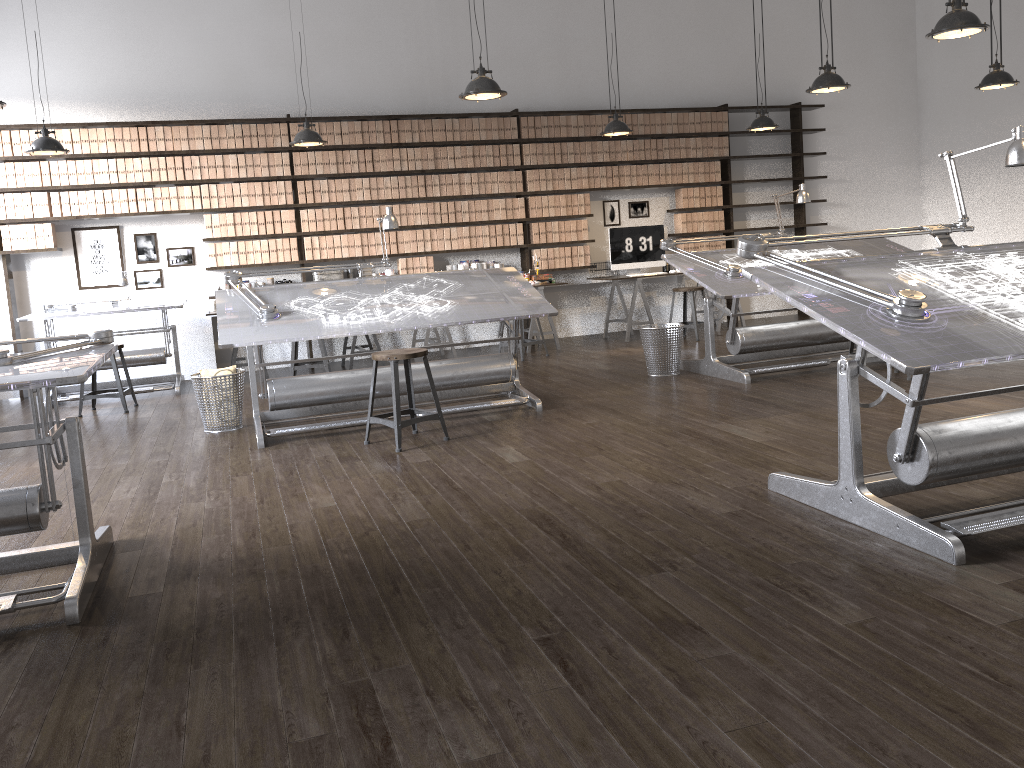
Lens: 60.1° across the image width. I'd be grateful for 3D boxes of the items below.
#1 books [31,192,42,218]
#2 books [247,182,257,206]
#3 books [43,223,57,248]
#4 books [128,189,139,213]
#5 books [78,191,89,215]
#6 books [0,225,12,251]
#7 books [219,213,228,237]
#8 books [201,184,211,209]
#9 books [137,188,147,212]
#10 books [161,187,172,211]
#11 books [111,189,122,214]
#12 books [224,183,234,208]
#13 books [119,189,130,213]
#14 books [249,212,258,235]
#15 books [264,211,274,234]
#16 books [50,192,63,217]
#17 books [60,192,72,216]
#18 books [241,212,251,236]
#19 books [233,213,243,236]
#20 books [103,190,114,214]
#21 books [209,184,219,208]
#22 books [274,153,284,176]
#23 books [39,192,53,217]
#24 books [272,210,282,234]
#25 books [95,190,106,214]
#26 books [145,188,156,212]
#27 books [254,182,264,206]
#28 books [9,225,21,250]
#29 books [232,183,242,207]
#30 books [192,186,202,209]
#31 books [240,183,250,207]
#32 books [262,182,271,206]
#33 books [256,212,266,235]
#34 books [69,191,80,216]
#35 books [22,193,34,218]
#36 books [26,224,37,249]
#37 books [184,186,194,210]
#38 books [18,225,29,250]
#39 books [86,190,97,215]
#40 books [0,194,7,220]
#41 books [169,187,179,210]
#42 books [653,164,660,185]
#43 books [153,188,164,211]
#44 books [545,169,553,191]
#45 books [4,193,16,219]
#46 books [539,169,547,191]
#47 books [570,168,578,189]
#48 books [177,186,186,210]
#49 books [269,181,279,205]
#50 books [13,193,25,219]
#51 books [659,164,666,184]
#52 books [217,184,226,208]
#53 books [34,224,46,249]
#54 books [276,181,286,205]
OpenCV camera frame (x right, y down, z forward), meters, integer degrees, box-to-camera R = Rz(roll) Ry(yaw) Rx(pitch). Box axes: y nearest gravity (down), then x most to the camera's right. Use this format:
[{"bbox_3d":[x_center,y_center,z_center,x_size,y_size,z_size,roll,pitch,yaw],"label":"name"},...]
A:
[{"bbox_3d":[-4.256,-1.604,7.966,0.067,0.224,0.175,-6,7,-17],"label":"books"},{"bbox_3d":[-2.505,-1.816,8.518,0.067,0.224,0.175,-6,7,-17],"label":"books"},{"bbox_3d":[-4.177,-1.337,8.014,0.067,0.224,0.175,-6,7,-17],"label":"books"},{"bbox_3d":[-3.503,-1.688,8.200,0.067,0.224,0.175,-6,7,-17],"label":"books"},{"bbox_3d":[-3.901,-1.640,8.081,0.067,0.224,0.175,-6,7,-17],"label":"books"},{"bbox_3d":[-4.500,-1.297,7.908,0.067,0.224,0.175,-6,7,-17],"label":"books"},{"bbox_3d":[-2.755,-1.510,8.461,0.067,0.224,0.175,-6,7,-17],"label":"books"},{"bbox_3d":[-2.899,-1.768,8.388,0.067,0.224,0.175,-6,7,-17],"label":"books"},{"bbox_3d":[-3.433,-1.697,8.228,0.067,0.224,0.175,-6,7,-17],"label":"books"},{"bbox_3d":[-3.231,-1.721,8.291,0.067,0.224,0.175,-6,7,-17],"label":"books"},{"bbox_3d":[-3.636,-1.672,8.162,0.067,0.224,0.175,-6,7,-17],"label":"books"},{"bbox_3d":[-2.700,-1.793,8.457,0.067,0.224,0.175,-6,7,-17],"label":"books"},{"bbox_3d":[-3.575,-1.680,8.183,0.067,0.224,0.175,-6,7,-17],"label":"books"},{"bbox_3d":[-2.493,-1.541,8.541,0.067,0.224,0.175,-6,7,-17],"label":"books"},{"bbox_3d":[-2.354,-1.558,8.583,0.067,0.224,0.175,-6,7,-17],"label":"books"},{"bbox_3d":[-4.110,-1.614,8.011,0.067,0.224,0.175,-6,7,-17],"label":"books"},{"bbox_3d":[-4.032,-1.623,8.034,0.067,0.224,0.175,-6,7,-17],"label":"books"},{"bbox_3d":[-2.561,-1.534,8.523,0.067,0.224,0.175,-6,7,-17],"label":"books"},{"bbox_3d":[-2.628,-1.525,8.502,0.067,0.224,0.175,-6,7,-17],"label":"books"},{"bbox_3d":[-3.695,-1.664,8.138,0.067,0.224,0.175,-6,7,-17],"label":"books"},{"bbox_3d":[-2.832,-1.776,8.413,0.067,0.224,0.175,-6,7,-17],"label":"books"},{"bbox_3d":[-2.260,-2.112,8.572,0.067,0.224,0.175,-6,7,-17],"label":"books"},{"bbox_3d":[-4.194,-1.610,7.981,0.067,0.224,0.175,-6,7,-17],"label":"books"},{"bbox_3d":[-2.285,-1.567,8.611,0.067,0.224,0.175,-6,7,-17],"label":"books"},{"bbox_3d":[-3.763,-1.656,8.117,0.067,0.224,0.175,-6,7,-17],"label":"books"},{"bbox_3d":[-3.364,-1.704,8.245,0.067,0.224,0.175,-6,7,-17],"label":"books"},{"bbox_3d":[-2.440,-1.823,8.533,0.067,0.224,0.175,-6,7,-17],"label":"books"},{"bbox_3d":[-4.432,-1.306,7.931,0.067,0.224,0.175,-6,7,-17],"label":"books"},{"bbox_3d":[-2.632,-1.800,8.474,0.067,0.224,0.175,-6,7,-17],"label":"books"},{"bbox_3d":[-2.974,-1.752,8.367,0.067,0.224,0.175,-6,7,-17],"label":"books"},{"bbox_3d":[-2.564,-1.809,8.498,0.067,0.224,0.175,-6,7,-17],"label":"books"},{"bbox_3d":[-2.378,-1.832,8.559,0.067,0.224,0.175,-6,7,-17],"label":"books"},{"bbox_3d":[-2.427,-1.550,8.566,0.067,0.224,0.175,-6,7,-17],"label":"books"},{"bbox_3d":[-3.966,-1.632,8.059,0.067,0.224,0.175,-6,7,-17],"label":"books"},{"bbox_3d":[-4.327,-1.595,7.945,0.067,0.224,0.175,-6,7,-17],"label":"books"},{"bbox_3d":[-4.308,-1.321,7.967,0.067,0.224,0.175,-6,7,-17],"label":"books"},{"bbox_3d":[-3.043,-1.744,8.347,0.067,0.224,0.175,-6,7,-17],"label":"books"},{"bbox_3d":[-4.373,-1.314,7.952,0.067,0.224,0.175,-6,7,-17],"label":"books"},{"bbox_3d":[-3.833,-1.648,8.099,0.067,0.224,0.175,-6,7,-17],"label":"books"},{"bbox_3d":[-4.527,-1.570,7.876,0.067,0.224,0.175,-6,7,-17],"label":"books"},{"bbox_3d":[-3.165,-1.728,8.306,0.067,0.224,0.175,-6,7,-17],"label":"books"},{"bbox_3d":[1.562,-2.308,9.793,0.067,0.224,0.175,-6,7,-17],"label":"books"},{"bbox_3d":[-3.298,-1.713,8.270,0.067,0.224,0.175,-6,7,-17],"label":"books"},{"bbox_3d":[0.368,-2.164,9.421,0.067,0.224,0.175,-6,7,-17],"label":"books"},{"bbox_3d":[-4.459,-1.579,7.901,0.067,0.224,0.175,-6,7,-17],"label":"books"},{"bbox_3d":[0.301,-2.155,9.396,0.067,0.224,0.175,-6,7,-17],"label":"books"},{"bbox_3d":[0.636,-2.196,9.505,0.067,0.224,0.175,-6,7,-17],"label":"books"},{"bbox_3d":[-3.103,-1.737,8.330,0.067,0.224,0.175,-6,7,-17],"label":"books"},{"bbox_3d":[-2.310,-1.840,8.580,0.067,0.224,0.175,-6,7,-17],"label":"books"},{"bbox_3d":[-4.394,-1.587,7.926,0.067,0.224,0.175,-6,7,-17],"label":"books"},{"bbox_3d":[1.631,-2.317,9.815,0.067,0.224,0.175,-6,7,-17],"label":"books"},{"bbox_3d":[-2.767,-1.785,8.438,0.067,0.224,0.175,-6,7,-17],"label":"books"},{"bbox_3d":[-4.244,-1.329,7.995,0.067,0.224,0.175,-6,7,-17],"label":"books"},{"bbox_3d":[-2.242,-1.848,8.598,0.067,0.224,0.175,-6,7,-17],"label":"books"}]
